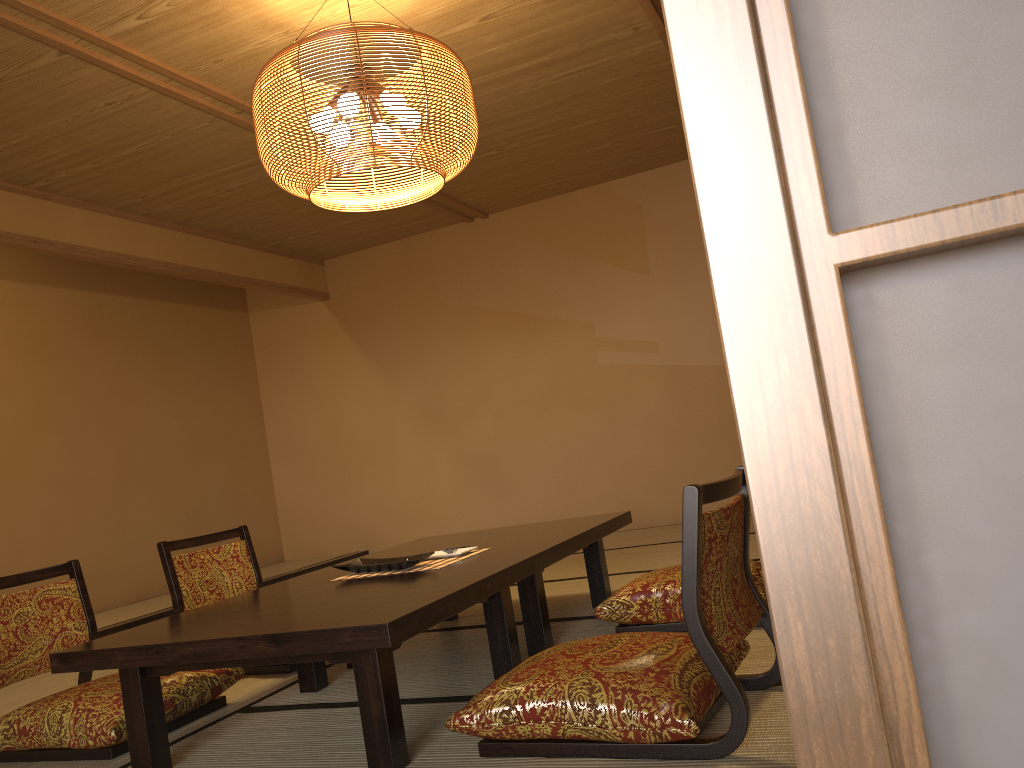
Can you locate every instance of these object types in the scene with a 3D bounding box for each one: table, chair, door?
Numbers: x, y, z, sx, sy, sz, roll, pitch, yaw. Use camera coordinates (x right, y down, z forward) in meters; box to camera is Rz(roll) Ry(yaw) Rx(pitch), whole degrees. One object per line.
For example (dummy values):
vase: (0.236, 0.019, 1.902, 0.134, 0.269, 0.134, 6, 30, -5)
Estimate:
table: (-0.496, 0.772, 2.495, 0.996, 0.356, 0.995, -11, -5, 22)
chair: (0.655, 0.539, 3.122, 0.700, 0.546, 0.582, -11, -4, 21)
chair: (-1.330, 0.839, 2.829, 0.700, 0.546, 0.582, -11, -4, 21)
door: (0.475, -0.381, 0.109, 0.993, 1.932, 0.040, -11, -4, 22)
chair: (-1.009, 0.850, 3.619, 0.688, 0.546, 0.582, -11, -5, 26)
chair: (0.247, 0.524, 2.114, 0.688, 0.546, 0.582, -11, -5, 26)
table: (-0.119, 0.785, 3.415, 0.996, 0.356, 0.995, -11, -5, 22)

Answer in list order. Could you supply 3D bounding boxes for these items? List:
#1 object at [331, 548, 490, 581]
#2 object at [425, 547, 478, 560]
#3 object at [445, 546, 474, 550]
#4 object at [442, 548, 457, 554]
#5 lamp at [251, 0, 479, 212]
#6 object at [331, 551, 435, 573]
object: (-0.329, 0.601, 2.961, 0.401, 0.003, 0.398, -11, -5, 22)
object: (-0.222, 0.580, 3.019, 0.180, 0.014, 0.130, -11, -5, 24)
object: (-0.182, 0.574, 3.097, 0.006, 0.030, 0.229, -10, -5, 19)
object: (-0.212, 0.573, 3.030, 0.050, 0.018, 0.015, -11, -4, 19)
lamp: (-0.550, -1.103, 3.227, 0.798, 0.825, 0.800, -5, -6, -44)
object: (-0.424, 0.591, 2.910, 0.350, 0.039, 0.129, -12, -5, 35)
